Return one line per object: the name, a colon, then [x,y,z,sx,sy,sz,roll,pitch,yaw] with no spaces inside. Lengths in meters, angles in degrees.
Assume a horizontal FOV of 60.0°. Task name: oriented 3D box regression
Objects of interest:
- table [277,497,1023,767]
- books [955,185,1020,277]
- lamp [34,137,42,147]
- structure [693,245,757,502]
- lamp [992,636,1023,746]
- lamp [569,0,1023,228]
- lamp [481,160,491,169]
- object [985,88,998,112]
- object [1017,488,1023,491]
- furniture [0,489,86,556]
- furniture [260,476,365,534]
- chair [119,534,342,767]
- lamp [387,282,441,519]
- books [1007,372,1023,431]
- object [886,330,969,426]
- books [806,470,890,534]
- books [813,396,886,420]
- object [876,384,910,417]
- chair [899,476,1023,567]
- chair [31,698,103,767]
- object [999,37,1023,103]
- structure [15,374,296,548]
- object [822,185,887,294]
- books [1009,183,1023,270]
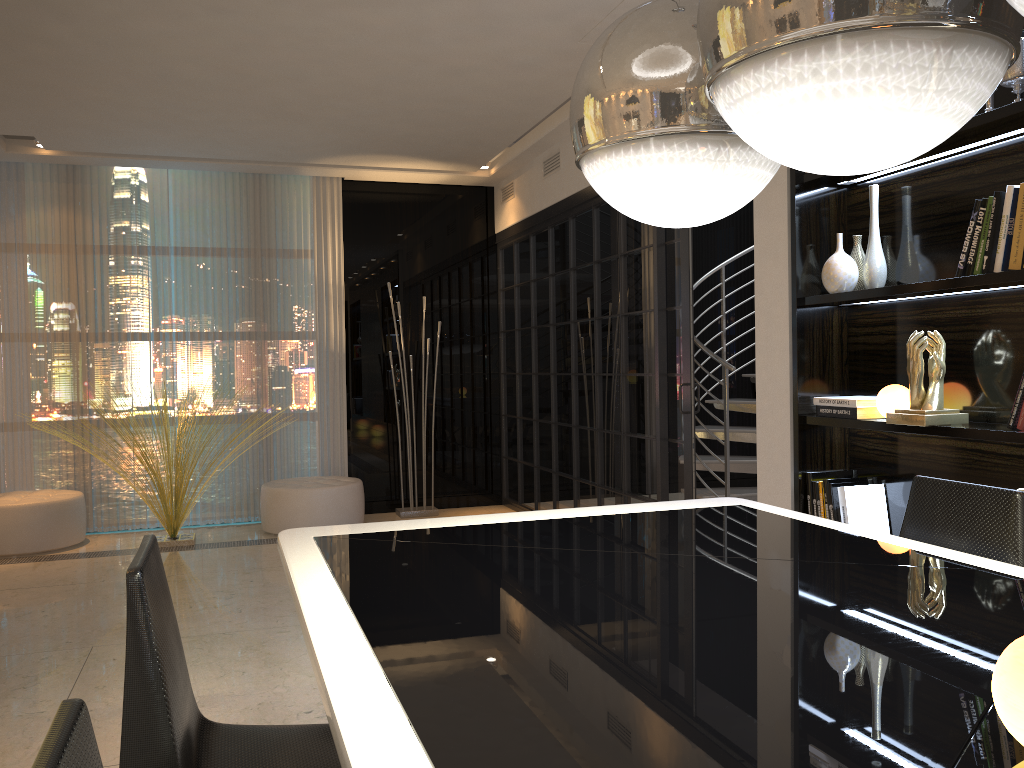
table: [0.504,0.741,0.946,1.293,0.759,3.031,-1,1,-18]
books: [1.502,-0.456,2.687,0.207,0.256,0.245,-1,1,-19]
lamp: [-3.117,-1.637,5.889,0.107,0.127,0.107,-1,1,1]
structure: [1.728,-1.079,6.287,1.964,4.134,3.425,-1,1,-18]
lamp: [0.531,0.300,0.851,0.125,0.125,0.125,0,1,33]
lamp: [0.521,-0.894,0.955,0.408,1.226,1.827,-1,1,-18]
lamp: [-0.215,-1.710,6.777,0.107,0.127,0.107,-2,1,-37]
object: [1.494,-0.952,2.774,0.111,0.301,0.111,-2,1,-22]
object: [1.567,0.468,2.610,0.092,0.310,0.193,-1,1,6]
furniture: [-3.249,0.910,5.921,0.735,0.357,0.735,-1,1,-16]
furniture: [-1.438,0.866,6.408,0.735,0.357,0.735,0,2,44]
chair: [-0.389,0.696,1.544,0.496,0.858,0.523,-1,1,-18]
lamp: [-0.752,0.123,6.875,0.418,1.801,0.200,-1,1,-18]
books: [1.569,0.020,2.508,0.182,0.232,0.284,-1,1,-15]
object: [1.378,-0.022,2.950,0.177,0.311,0.177,-1,1,-18]
books: [1.282,0.479,3.397,0.210,0.270,0.236,-1,1,-18]
books: [1.299,0.087,3.325,0.209,0.073,0.266,-1,1,-14]
object: [1.347,0.064,3.117,0.125,0.125,0.125,-1,1,22]
chair: [0.853,0.664,2.010,0.496,0.858,0.523,-1,1,-18]
chair: [-0.128,0.708,0.735,0.496,0.858,0.523,-1,1,-18]
object: [1.523,-0.912,2.666,0.104,0.224,0.104,-1,1,-16]
structure: [-2.248,0.502,5.808,1.282,1.142,1.275,0,1,28]
object: [1.261,-0.532,3.301,0.210,0.395,0.180,-1,1,-15]
books: [1.566,-0.456,2.488,0.212,0.261,0.252,-1,1,-18]
